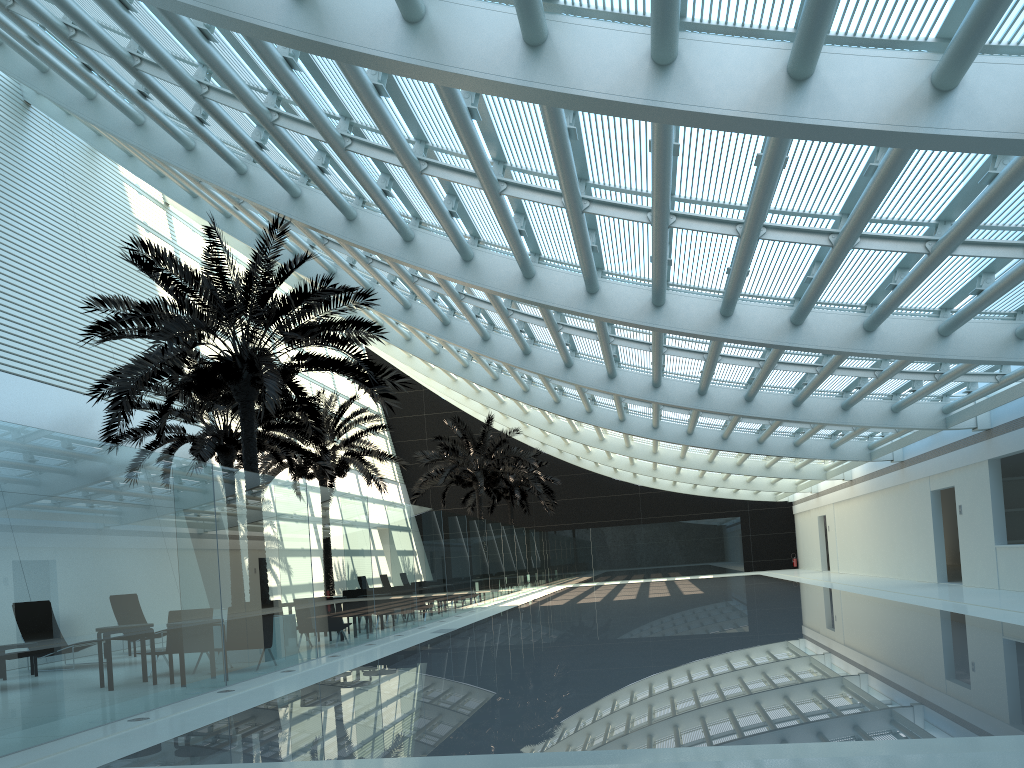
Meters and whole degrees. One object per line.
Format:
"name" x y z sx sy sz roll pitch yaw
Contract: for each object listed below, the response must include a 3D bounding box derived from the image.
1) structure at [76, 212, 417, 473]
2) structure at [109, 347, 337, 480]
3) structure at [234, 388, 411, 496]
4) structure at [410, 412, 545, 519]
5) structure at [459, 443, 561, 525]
"structure" -4.281 0.881 13.785 4.862 6.905 4.477 -7 -5 27
"structure" -6.466 2.406 19.971 4.633 6.722 4.355 -3 -4 -13
"structure" -5.706 3.559 25.973 4.344 6.781 4.645 -8 -6 42
"structure" -1.210 4.590 32.826 4.826 6.905 4.511 -4 -4 2
"structure" 0.125 6.165 40.922 4.448 6.903 4.897 -3 -5 -13
